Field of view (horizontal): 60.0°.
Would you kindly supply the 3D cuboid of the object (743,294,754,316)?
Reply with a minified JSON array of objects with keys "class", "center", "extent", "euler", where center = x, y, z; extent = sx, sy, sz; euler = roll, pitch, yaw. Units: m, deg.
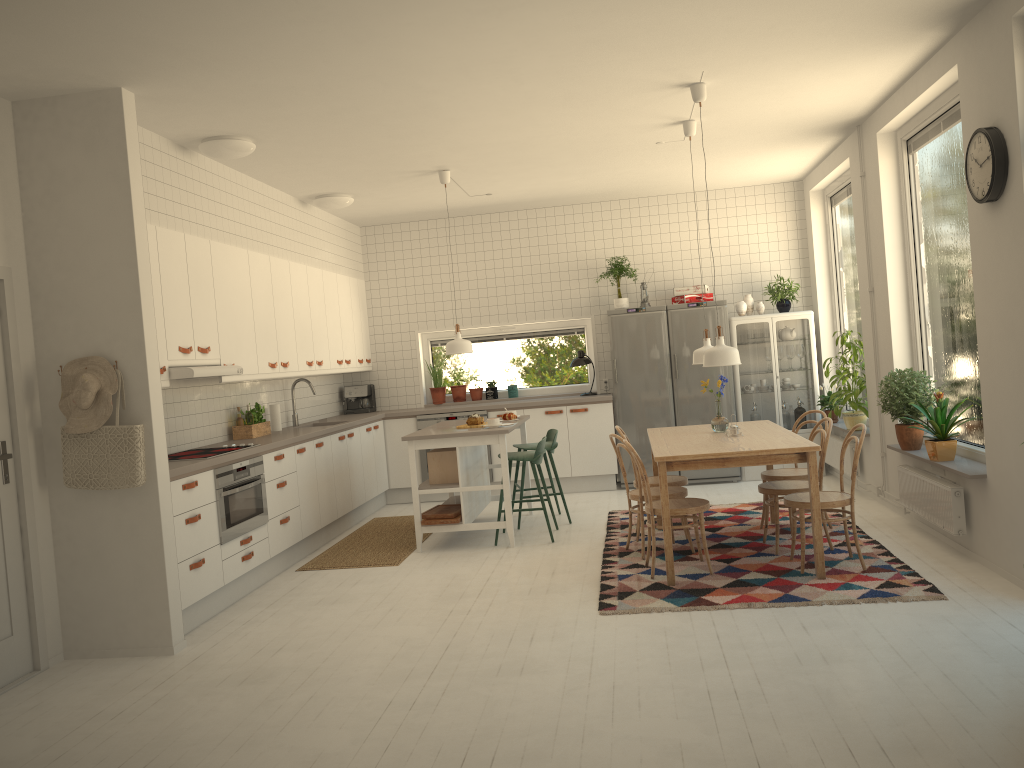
[{"class":"object","center":[2.303,-0.766,8.631],"extent":[0.102,0.206,0.102],"euler":[-5,1,-9]}]

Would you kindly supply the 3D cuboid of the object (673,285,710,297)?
[{"class":"object","center":[1.772,-0.916,8.751],"extent":[0.312,0.082,0.308],"euler":[-4,2,20]}]

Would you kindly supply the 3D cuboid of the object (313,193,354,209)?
[{"class":"object","center":[-1.552,-1.578,7.720],"extent":[0.351,0.101,0.351],"euler":[-6,2,-40]}]

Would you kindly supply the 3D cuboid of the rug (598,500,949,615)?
[{"class":"rug","center":[1.496,1.064,5.979],"extent":[1.748,0.035,3.026],"euler":[-5,2,7]}]

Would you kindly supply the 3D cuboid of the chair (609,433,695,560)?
[{"class":"chair","center":[0.915,0.706,5.843],"extent":[0.483,0.810,0.385],"euler":[-5,1,-10]}]

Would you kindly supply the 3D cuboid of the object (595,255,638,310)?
[{"class":"object","center":[1.065,-1.006,8.749],"extent":[0.474,0.545,0.468],"euler":[-4,1,21]}]

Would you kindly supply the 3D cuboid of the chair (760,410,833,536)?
[{"class":"chair","center":[1.980,0.607,6.205],"extent":[0.484,0.810,0.385],"euler":[-5,1,-20]}]

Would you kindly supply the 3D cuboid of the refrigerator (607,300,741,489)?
[{"class":"refrigerator","center":[1.593,0.114,8.810],"extent":[1.146,1.777,0.559],"euler":[-5,1,7]}]

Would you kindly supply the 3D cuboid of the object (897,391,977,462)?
[{"class":"object","center":[2.592,0.258,5.401],"extent":[0.417,0.425,0.487],"euler":[-4,1,14]}]

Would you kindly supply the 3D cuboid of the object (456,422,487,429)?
[{"class":"object","center":[-0.278,0.322,6.926],"extent":[0.237,0.019,0.306],"euler":[-4,2,24]}]

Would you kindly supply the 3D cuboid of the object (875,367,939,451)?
[{"class":"object","center":[2.673,0.166,6.004],"extent":[0.383,0.561,0.395],"euler":[-5,1,6]}]

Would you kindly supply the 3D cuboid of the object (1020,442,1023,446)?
[{"class":"object","center":[2.016,0.406,2.956],"extent":[0.514,1.424,0.568],"euler":[-6,2,-40]}]

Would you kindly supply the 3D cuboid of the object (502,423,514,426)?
[{"class":"object","center":[-0.068,0.314,6.828],"extent":[0.167,0.005,0.167],"euler":[-5,2,3]}]

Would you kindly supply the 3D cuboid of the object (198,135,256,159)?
[{"class":"object","center":[-1.816,-1.497,5.663],"extent":[0.351,0.101,0.351],"euler":[-6,2,-40]}]

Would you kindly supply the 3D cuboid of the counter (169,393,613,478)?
[{"class":"counter","center":[-0.671,0.378,6.937],"extent":[2.856,0.163,4.846],"euler":[-5,2,7]}]

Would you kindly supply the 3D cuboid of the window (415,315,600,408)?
[{"class":"window","center":[-0.039,-0.234,9.419],"extent":[1.898,0.816,0.293],"euler":[-5,1,7]}]

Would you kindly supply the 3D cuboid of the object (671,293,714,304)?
[{"class":"object","center":[1.780,-0.834,8.749],"extent":[0.309,0.082,0.312],"euler":[-5,2,-13]}]

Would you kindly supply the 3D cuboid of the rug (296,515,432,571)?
[{"class":"rug","center":[-1.033,1.253,7.198],"extent":[0.750,0.004,2.000],"euler":[-5,2,7]}]

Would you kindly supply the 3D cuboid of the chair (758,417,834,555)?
[{"class":"chair","center":[1.819,0.636,5.664],"extent":[0.483,0.810,0.385],"euler":[-5,1,5]}]

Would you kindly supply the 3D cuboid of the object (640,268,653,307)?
[{"class":"object","center":[1.319,-0.945,8.723],"extent":[0.163,0.383,0.154],"euler":[-4,1,30]}]

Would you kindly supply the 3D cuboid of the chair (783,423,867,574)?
[{"class":"chair","center":[1.829,0.649,5.157],"extent":[0.483,0.810,0.385],"euler":[-5,1,10]}]

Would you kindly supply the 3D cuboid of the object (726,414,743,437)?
[{"class":"object","center":[1.421,0.263,5.686],"extent":[0.095,0.138,0.155],"euler":[-5,1,8]}]

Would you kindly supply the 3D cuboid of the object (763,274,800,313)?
[{"class":"object","center":[2.626,-0.881,8.640],"extent":[0.371,0.385,0.373],"euler":[-4,2,26]}]

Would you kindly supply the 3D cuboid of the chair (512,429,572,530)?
[{"class":"chair","center":[0.202,0.768,7.345],"extent":[0.446,0.752,0.485],"euler":[-5,1,-8]}]

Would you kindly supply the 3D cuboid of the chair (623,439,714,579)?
[{"class":"chair","center":[0.942,0.718,5.333],"extent":[0.483,0.810,0.385],"euler":[-5,1,5]}]

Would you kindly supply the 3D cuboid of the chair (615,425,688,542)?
[{"class":"chair","center":[1.012,0.684,6.344],"extent":[0.483,0.810,0.385],"euler":[-5,1,10]}]

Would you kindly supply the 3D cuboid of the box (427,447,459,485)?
[{"class":"box","center":[-0.486,0.618,6.801],"extent":[0.237,0.242,0.357],"euler":[-5,1,8]}]

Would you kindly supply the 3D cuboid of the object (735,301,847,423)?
[{"class":"object","center":[2.610,-0.220,8.338],"extent":[0.943,1.208,0.261],"euler":[-4,1,23]}]

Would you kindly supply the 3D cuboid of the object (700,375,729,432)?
[{"class":"object","center":[1.394,0.131,5.982],"extent":[0.145,0.388,0.206],"euler":[-6,1,-30]}]

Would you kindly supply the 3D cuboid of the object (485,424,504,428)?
[{"class":"object","center":[-0.136,0.317,6.671],"extent":[0.160,0.020,0.160],"euler":[-6,2,-27]}]

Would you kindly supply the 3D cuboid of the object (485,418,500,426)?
[{"class":"object","center":[-0.140,0.289,6.670],"extent":[0.098,0.064,0.094],"euler":[-6,2,-34]}]

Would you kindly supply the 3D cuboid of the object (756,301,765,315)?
[{"class":"object","center":[2.396,-0.732,8.556],"extent":[0.082,0.126,0.082],"euler":[-5,1,-20]}]

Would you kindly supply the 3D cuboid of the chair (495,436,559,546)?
[{"class":"chair","center":[0.088,0.795,6.737],"extent":[0.446,0.752,0.485],"euler":[-5,1,7]}]

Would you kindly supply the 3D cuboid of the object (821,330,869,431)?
[{"class":"object","center":[2.803,-0.026,7.386],"extent":[0.485,0.841,0.615],"euler":[-5,1,-13]}]
